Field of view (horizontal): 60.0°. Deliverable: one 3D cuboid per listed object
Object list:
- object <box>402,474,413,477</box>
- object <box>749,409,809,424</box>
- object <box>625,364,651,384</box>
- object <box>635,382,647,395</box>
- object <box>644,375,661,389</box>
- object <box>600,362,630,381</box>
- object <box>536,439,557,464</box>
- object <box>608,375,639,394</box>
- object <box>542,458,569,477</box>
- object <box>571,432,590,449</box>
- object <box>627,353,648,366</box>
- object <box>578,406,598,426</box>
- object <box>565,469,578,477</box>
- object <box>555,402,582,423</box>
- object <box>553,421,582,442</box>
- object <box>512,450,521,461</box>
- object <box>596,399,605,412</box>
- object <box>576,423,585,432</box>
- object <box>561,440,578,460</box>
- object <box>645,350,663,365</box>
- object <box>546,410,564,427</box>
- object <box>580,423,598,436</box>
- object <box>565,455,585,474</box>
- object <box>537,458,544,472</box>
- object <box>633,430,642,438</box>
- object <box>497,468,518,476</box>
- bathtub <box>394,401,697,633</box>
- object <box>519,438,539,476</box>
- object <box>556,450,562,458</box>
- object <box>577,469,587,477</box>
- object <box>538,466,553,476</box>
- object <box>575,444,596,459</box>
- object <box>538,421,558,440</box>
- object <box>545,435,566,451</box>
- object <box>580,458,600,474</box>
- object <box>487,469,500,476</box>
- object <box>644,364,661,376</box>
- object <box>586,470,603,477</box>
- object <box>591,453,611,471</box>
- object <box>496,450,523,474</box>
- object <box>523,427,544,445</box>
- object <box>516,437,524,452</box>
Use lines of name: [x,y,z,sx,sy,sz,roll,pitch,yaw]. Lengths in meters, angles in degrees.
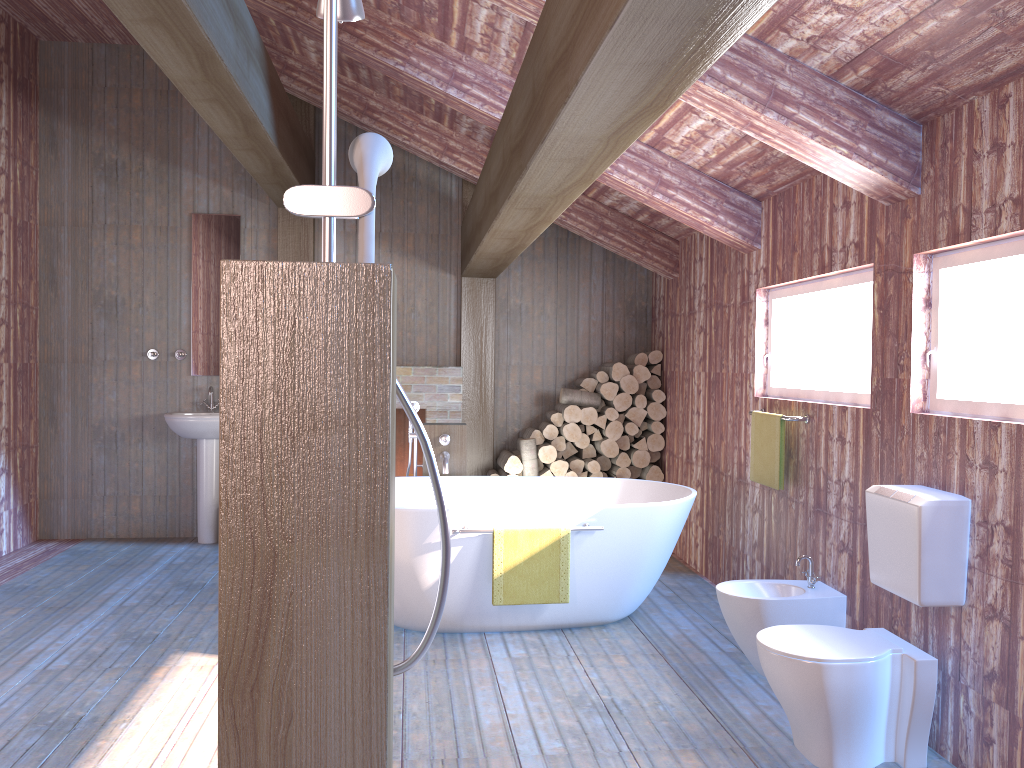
object: [-0.820,0.966,7.273,0.140,0.459,0.266,1,1,11]
object: [1.303,0.157,4.392,0.091,0.043,0.581,1,1,-6]
object: [0.933,-0.078,6.733,0.133,0.142,0.456,1,1,-5]
object: [0.937,0.036,6.817,0.132,0.119,0.319,1,1,-5]
object: [1.051,-0.017,6.764,0.107,0.115,0.269,1,1,-5]
object: [0.775,-0.095,6.713,0.135,0.139,0.456,1,1,-5]
object: [0.236,0.500,6.645,0.138,0.147,0.440,1,1,-6]
object: [0.827,-0.002,6.703,0.141,0.143,0.437,1,1,-8]
object: [0.320,0.610,6.673,0.139,0.148,0.458,1,1,-6]
object: [0.503,0.412,6.669,0.115,0.123,0.291,1,1,-5]
object: [0.952,-0.176,6.748,0.104,0.121,0.270,1,1,-5]
object: [0.534,0.225,6.676,0.138,0.147,0.440,1,1,-6]
object: [0.404,0.678,6.664,0.098,0.100,0.437,1,1,-8]
object: [0.420,0.210,6.663,0.135,0.145,0.439,1,1,-6]
object: [0.407,0.347,6.658,0.141,0.143,0.437,1,1,-8]
object: [0.062,0.554,6.734,0.099,0.093,0.280,1,1,-5]
object: [0.626,0.146,6.780,0.121,0.124,0.291,1,1,-6]
object: [0.502,0.326,6.655,0.057,0.061,0.156,1,1,-7]
object: [0.414,0.486,6.762,0.128,0.150,0.323,1,1,-6]
object: [1.058,-0.198,6.761,0.112,0.113,0.271,1,1,-6]
object: [0.323,0.256,6.657,0.106,0.112,0.282,1,1,-6]
object: [0.576,0.336,6.679,0.088,0.092,0.280,1,1,-6]
object: [0.464,0.603,6.677,0.114,0.120,0.303,1,1,-6]
object: [0.161,0.596,6.732,0.121,0.124,0.291,1,1,-6]
object: [0.928,0.367,6.710,0.067,0.069,0.177,1,1,-6]
object: [-0.026,0.710,6.619,0.137,0.133,0.437,1,1,-8]
bathtub: [-0.021,0.675,4.716,1.935,1.109,1.460,1,1,15]
object: [0.125,0.545,6.461,0.147,0.298,0.109,1,1,-4]
object: [0.330,0.517,6.666,0.064,0.068,0.174,1,1,-7]
object: [0.495,0.680,6.681,0.086,0.089,0.279,1,1,-9]
object: [0.197,0.703,6.670,0.155,0.174,0.483,1,1,-8]
object: [0.562,0.502,6.782,0.104,0.127,0.321,1,1,-6]
object: [0.270,0.346,6.638,0.115,0.123,0.291,1,1,-5]
object: [0.324,0.436,6.663,0.111,0.113,0.301,1,1,-7]
object: [0.566,0.601,6.684,0.098,0.100,0.437,1,1,-8]
object: [-0.131,0.704,6.660,0.101,0.103,0.242,1,1,-6]
object: [1.059,-0.113,6.778,0.081,0.100,0.281,1,1,-7]
object: [0.604,0.697,6.696,0.111,0.113,0.301,1,1,-8]
object: [0.667,0.590,6.796,0.116,0.118,0.289,1,1,-9]
object: [-0.020,0.580,6.628,0.139,0.137,0.455,1,1,-8]
object: [0.160,0.390,6.675,0.114,0.113,0.301,1,1,-9]
object: [0.104,0.472,6.739,0.108,0.113,0.302,1,1,-6]
